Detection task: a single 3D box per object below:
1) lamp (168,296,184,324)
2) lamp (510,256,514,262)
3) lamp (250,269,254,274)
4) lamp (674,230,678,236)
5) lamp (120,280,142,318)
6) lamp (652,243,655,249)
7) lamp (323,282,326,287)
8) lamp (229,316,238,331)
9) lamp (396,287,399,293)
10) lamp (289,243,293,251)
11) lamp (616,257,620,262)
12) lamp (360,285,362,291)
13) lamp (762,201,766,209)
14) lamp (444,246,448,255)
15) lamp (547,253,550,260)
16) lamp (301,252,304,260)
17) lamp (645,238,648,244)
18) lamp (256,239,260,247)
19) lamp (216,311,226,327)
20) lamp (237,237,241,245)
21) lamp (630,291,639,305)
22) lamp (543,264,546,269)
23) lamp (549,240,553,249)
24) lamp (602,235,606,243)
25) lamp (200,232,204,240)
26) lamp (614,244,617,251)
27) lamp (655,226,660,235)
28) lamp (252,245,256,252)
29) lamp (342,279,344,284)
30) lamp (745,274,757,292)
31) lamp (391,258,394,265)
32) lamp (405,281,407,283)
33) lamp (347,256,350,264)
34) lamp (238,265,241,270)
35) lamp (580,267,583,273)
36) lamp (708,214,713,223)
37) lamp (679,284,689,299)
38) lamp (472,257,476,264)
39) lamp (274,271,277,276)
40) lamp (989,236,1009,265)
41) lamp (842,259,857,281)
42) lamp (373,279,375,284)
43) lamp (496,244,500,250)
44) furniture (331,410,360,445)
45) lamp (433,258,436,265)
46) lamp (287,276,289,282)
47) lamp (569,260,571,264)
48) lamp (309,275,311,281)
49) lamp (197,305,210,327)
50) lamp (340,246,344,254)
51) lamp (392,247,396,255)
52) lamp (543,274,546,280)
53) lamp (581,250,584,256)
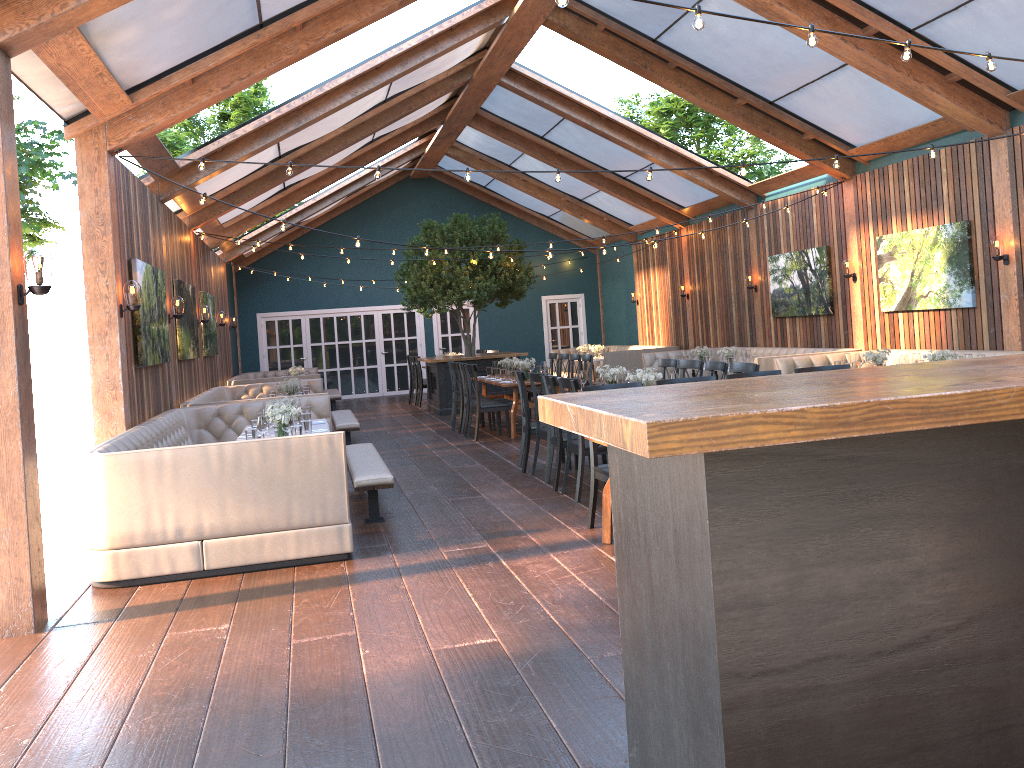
[{"bbox_3d":[-3.897,-0.865,10.277,0.178,0.320,0.146,-4,1,-13],"label":"lamp"},{"bbox_3d":[0.002,-2.223,15.754,0.060,0.119,0.056,-4,1,-28],"label":"lamp"},{"bbox_3d":[-5.382,-2.333,18.314,0.076,0.114,0.056,-3,1,32],"label":"lamp"},{"bbox_3d":[3.262,-3.011,17.595,0.056,0.120,0.056,-4,1,16],"label":"lamp"},{"bbox_3d":[-3.278,-0.735,7.614,0.178,0.320,0.146,-4,1,-13],"label":"lamp"},{"bbox_3d":[2.844,-2.773,17.770,0.074,0.115,0.056,-4,1,-7],"label":"lamp"},{"bbox_3d":[-3.881,-2.059,18.307,0.056,0.119,0.059,-4,1,-9],"label":"lamp"},{"bbox_3d":[-5.767,-1.258,18.325,0.178,0.320,0.146,-4,1,-13],"label":"lamp"},{"bbox_3d":[-2.362,-1.948,18.268,0.056,0.119,0.060,-4,1,24],"label":"lamp"},{"bbox_3d":[-3.234,-2.004,12.915,0.056,0.121,0.056,-4,1,11],"label":"lamp"},{"bbox_3d":[2.141,-2.511,17.852,0.056,0.118,0.066,-4,1,-37],"label":"lamp"},{"bbox_3d":[-3.110,-1.979,18.259,0.056,0.115,0.074,-4,1,30],"label":"lamp"},{"bbox_3d":[3.545,-2.521,12.439,0.056,0.120,0.056,-4,1,30],"label":"lamp"},{"bbox_3d":[-0.955,-1.932,12.807,0.056,0.121,0.056,-4,1,28],"label":"lamp"},{"bbox_3d":[0.664,-2.324,16.126,0.060,0.119,0.056,-4,1,11],"label":"lamp"},{"bbox_3d":[-3.268,-2.000,13.806,0.056,0.119,0.062,-4,1,29],"label":"lamp"},{"bbox_3d":[2.620,-2.789,17.225,0.064,0.118,0.056,-4,1,-4],"label":"lamp"},{"bbox_3d":[-3.708,-2.061,12.932,0.056,0.121,0.056,-4,1,-10],"label":"lamp"},{"bbox_3d":[-5.145,-1.127,15.648,0.178,0.320,0.146,-4,1,-13],"label":"lamp"},{"bbox_3d":[-3.996,-2.092,12.941,0.056,0.120,0.056,-3,1,43],"label":"lamp"},{"bbox_3d":[2.802,-1.973,20.327,0.178,0.320,0.146,-4,1,-13],"label":"lamp"},{"bbox_3d":[0.819,-2.966,22.316,0.056,0.120,0.056,-4,1,8],"label":"lamp"},{"bbox_3d":[0.559,-2.003,12.704,0.056,0.121,0.056,-4,1,2],"label":"lamp"},{"bbox_3d":[1.312,-2.071,12.667,0.056,0.117,0.067,-3,1,40],"label":"lamp"},{"bbox_3d":[-4.559,-2.173,13.025,0.056,0.119,0.061,-4,1,22],"label":"lamp"},{"bbox_3d":[1.965,-2.603,16.878,0.056,0.121,0.056,-4,1,-31],"label":"lamp"},{"bbox_3d":[2.069,-2.183,12.588,0.056,0.121,0.056,-4,1,8],"label":"lamp"},{"bbox_3d":[-3.913,-2.057,13.408,0.056,0.118,0.065,-4,1,36],"label":"lamp"},{"bbox_3d":[-3.767,-2.290,19.692,0.056,0.120,0.056,-4,1,-11],"label":"lamp"},{"bbox_3d":[4.045,-1.711,14.976,0.178,0.320,0.146,-4,1,-13],"label":"lamp"},{"bbox_3d":[-1.978,-2.020,14.618,0.056,0.120,0.056,-4,1,-26],"label":"lamp"},{"bbox_3d":[-2.455,-2.386,20.481,0.067,0.118,0.056,-3,1,31],"label":"lamp"},{"bbox_3d":[-2.629,-1.991,14.218,0.056,0.120,0.056,-3,1,43],"label":"lamp"},{"bbox_3d":[-5.682,-2.429,18.451,0.056,0.120,0.056,-4,1,-43],"label":"lamp"},{"bbox_3d":[1.407,-2.318,17.940,0.056,0.121,0.056,-4,1,-36],"label":"lamp"},{"bbox_3d":[2.806,-2.343,12.530,0.063,0.118,0.056,-4,1,-20],"label":"lamp"},{"bbox_3d":[3.424,-1.842,17.651,0.178,0.320,0.146,-4,1,-13],"label":"lamp"},{"bbox_3d":[-0.662,-2.142,15.389,0.056,0.121,0.056,-4,1,12],"label":"lamp"},{"bbox_3d":[-5.047,-2.360,18.868,0.056,0.121,0.056,-4,1,-29],"label":"lamp"},{"bbox_3d":[5.291,-1.449,9.616,0.178,0.320,0.146,-4,1,-13],"label":"lamp"},{"bbox_3d":[4.672,-1.579,12.279,0.178,0.320,0.146,-4,1,-13],"label":"lamp"},{"bbox_3d":[-3.141,-2.321,20.098,0.056,0.121,0.056,-4,1,11],"label":"lamp"},{"bbox_3d":[-0.201,-1.958,12.753,0.056,0.121,0.056,-4,1,-38],"label":"lamp"},{"bbox_3d":[-2.342,0.644,12.392,0.313,0.398,2.330,-4,4,-13],"label":"furniture"},{"bbox_3d":[-1.317,-2.072,14.998,0.056,0.121,0.056,-4,1,-32],"label":"lamp"},{"bbox_3d":[-4.639,-2.179,18.313,0.060,0.119,0.056,-4,1,-19],"label":"lamp"},{"bbox_3d":[1.474,-3.130,22.675,0.056,0.121,0.056,-4,1,-31],"label":"lamp"},{"bbox_3d":[-4.406,-2.307,19.278,0.056,0.120,0.056,-4,1,2],"label":"lamp"},{"bbox_3d":[-4.524,-0.997,12.974,0.178,0.320,0.146,-4,1,-13],"label":"lamp"},{"bbox_3d":[-2.479,-1.950,12.880,0.056,0.121,0.056,-4,1,-1],"label":"lamp"},{"bbox_3d":[-1.718,-1.927,12.843,0.056,0.121,0.056,-4,1,-4],"label":"lamp"},{"bbox_3d":[0.660,-2.176,18.034,0.056,0.121,0.056,-4,1,-37],"label":"lamp"},{"bbox_3d":[1.316,-2.448,16.494,0.056,0.117,0.068,-4,1,-16],"label":"lamp"}]
